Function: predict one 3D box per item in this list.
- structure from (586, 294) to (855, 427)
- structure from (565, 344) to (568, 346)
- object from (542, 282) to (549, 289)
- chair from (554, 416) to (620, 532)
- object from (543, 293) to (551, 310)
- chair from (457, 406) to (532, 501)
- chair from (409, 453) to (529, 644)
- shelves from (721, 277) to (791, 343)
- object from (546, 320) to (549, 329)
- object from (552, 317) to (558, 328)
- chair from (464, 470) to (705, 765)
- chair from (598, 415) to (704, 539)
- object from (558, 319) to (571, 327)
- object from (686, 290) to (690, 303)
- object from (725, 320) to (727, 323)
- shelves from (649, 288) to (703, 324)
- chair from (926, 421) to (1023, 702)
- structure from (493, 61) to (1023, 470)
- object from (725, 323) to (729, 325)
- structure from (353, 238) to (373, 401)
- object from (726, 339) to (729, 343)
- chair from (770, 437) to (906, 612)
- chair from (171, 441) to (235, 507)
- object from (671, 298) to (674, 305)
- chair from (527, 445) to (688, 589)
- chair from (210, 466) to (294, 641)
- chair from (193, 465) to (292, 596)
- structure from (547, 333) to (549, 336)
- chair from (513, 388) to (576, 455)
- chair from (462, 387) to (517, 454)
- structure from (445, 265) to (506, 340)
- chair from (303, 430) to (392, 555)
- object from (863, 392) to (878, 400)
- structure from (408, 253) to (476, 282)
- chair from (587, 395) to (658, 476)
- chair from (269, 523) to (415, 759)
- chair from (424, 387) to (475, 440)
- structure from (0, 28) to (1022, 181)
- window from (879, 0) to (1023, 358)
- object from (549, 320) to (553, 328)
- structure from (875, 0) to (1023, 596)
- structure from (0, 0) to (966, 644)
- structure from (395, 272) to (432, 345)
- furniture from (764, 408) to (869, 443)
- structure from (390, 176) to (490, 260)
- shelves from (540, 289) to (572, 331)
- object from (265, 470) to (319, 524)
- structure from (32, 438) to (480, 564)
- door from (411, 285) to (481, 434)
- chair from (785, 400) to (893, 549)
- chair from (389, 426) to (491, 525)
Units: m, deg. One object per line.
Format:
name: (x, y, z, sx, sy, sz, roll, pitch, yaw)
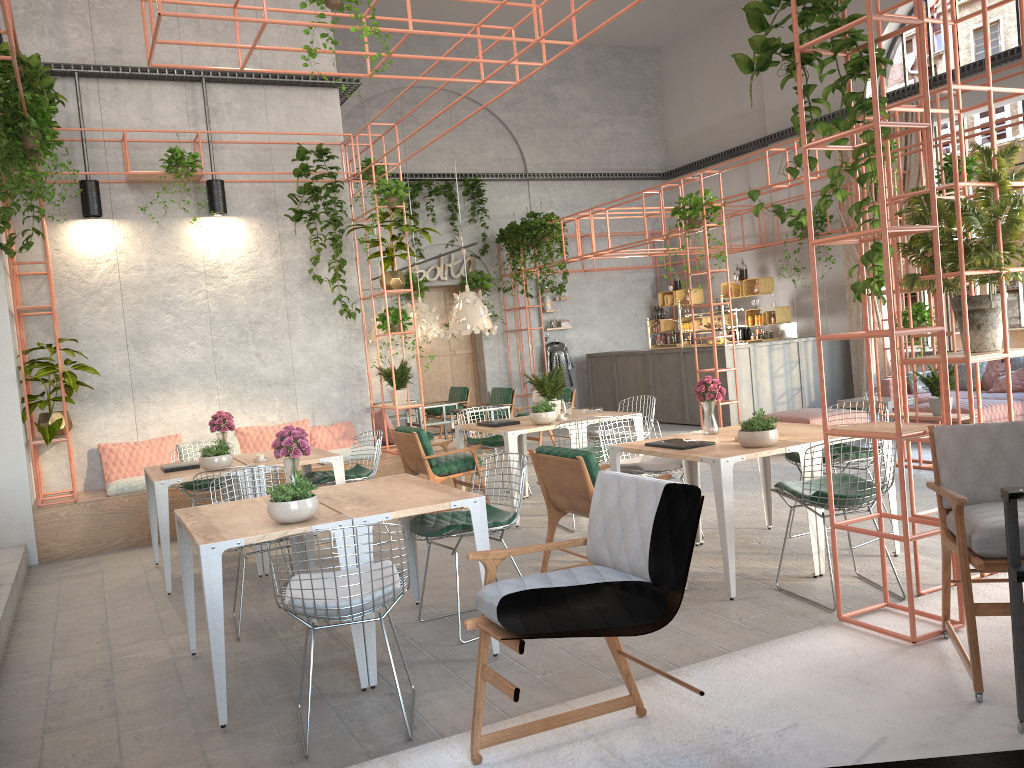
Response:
structure: (3.472, -0.475, 15.658, 2.579, 2.022, 4.057, -7, 3, -26)
structure: (1.048, -0.752, 17.250, 0.066, 0.044, 0.019, -7, 3, -26)
object: (0.640, -1.883, 16.960, 0.133, 0.145, 0.133, -4, 3, 26)
chair: (0.620, 0.723, 7.557, 0.565, 0.941, 0.717, -6, 3, -9)
object: (0.671, -1.581, 16.984, 0.136, 0.336, 0.145, -6, 3, -12)
chair: (-0.197, 0.718, 9.224, 0.565, 0.941, 0.717, -7, 3, -24)
chair: (-0.230, 0.917, 5.143, 0.717, 0.941, 0.565, -7, 3, -29)
shelves: (4.159, -0.900, 15.550, 0.328, 1.838, 1.750, -7, 3, -26)
object: (0.684, -1.145, 17.010, 0.055, 0.164, 0.092, -6, 3, -7)
object: (0.822, -1.181, 17.063, 0.081, 0.204, 0.081, -7, 3, -25)
chair: (0.280, 0.794, 2.811, 0.685, 0.929, 0.722, -7, 3, -26)
chair: (1.033, 0.725, 6.727, 0.565, 0.941, 0.717, -7, 3, -24)
object: (1.017, -1.170, 17.157, 0.219, 0.149, 0.129, -7, 3, -26)
object: (3.384, -1.668, 16.949, 0.137, 0.261, 0.137, -5, 3, 10)
object: (3.262, -0.957, 13.775, 0.142, 0.087, 0.094, -6, 3, -18)
shelves: (3.321, -0.906, 17.278, 0.328, 1.838, 1.750, -7, 3, -26)
chair: (2.016, 0.616, 3.331, 0.722, 0.914, 0.685, -5, 3, 14)
structure: (4.569, -1.160, 10.959, 4.157, 4.247, 14.689, -7, 3, -26)
object: (3.329, -0.937, 13.830, 0.152, 0.058, 0.095, -7, 3, -35)
structure: (-2.829, -0.657, 15.135, 0.630, 3.597, 0.430, -7, 3, -26)
object: (3.310, -0.681, 13.876, 0.240, 0.104, 0.073, -8, 4, -44)
chair: (1.850, 0.730, 5.060, 0.565, 0.941, 0.717, -6, 3, -9)
chair: (-2.725, 1.009, 8.000, 0.565, 0.941, 0.717, -7, 3, -24)
object: (3.168, -1.604, 17.266, 0.123, 0.142, 0.141, -7, 3, -26)
chair: (0.576, 0.827, 5.566, 0.685, 0.917, 0.722, -7, 3, -26)
chair: (-1.532, 1.018, 5.539, 0.565, 0.941, 0.717, -7, 3, -24)
chair: (-1.908, 1.014, 6.333, 0.565, 0.941, 0.717, -6, 3, -9)
structure: (0.700, -0.956, 17.075, 0.066, 0.044, 0.019, -7, 3, -26)
chair: (0.446, 0.541, 11.882, 0.685, 0.929, 0.722, -7, 3, -26)
chair: (-0.326, 0.536, 13.475, 0.685, 0.930, 0.722, -7, 3, -26)
structure: (-0.719, -1.567, 16.523, 0.950, 1.527, 0.921, -7, 3, -27)
chair: (-1.423, 0.908, 7.604, 0.717, 0.941, 0.565, -7, 3, -29)
object: (4.547, 0.181, 11.312, 0.199, 0.145, 0.156, -6, 3, -11)
structure: (-1.280, -2.132, 16.142, 1.312, 0.505, 0.063, -7, 3, -26)
chair: (1.104, 0.617, 8.828, 0.717, 0.941, 0.565, -7, 3, -29)
chair: (-0.714, 1.023, 3.872, 0.565, 0.941, 0.717, -6, 3, -9)
chair: (-1.082, 0.531, 15.035, 0.685, 0.930, 0.722, -7, 3, -26)
structure: (-0.278, -3.465, 8.288, 15.603, 0.110, 15.203, -7, 3, -26)
window: (6.734, -3.158, 11.971, 0.089, 5.538, 4.127, -7, 3, -26)
object: (0.752, -1.145, 17.019, 0.063, 0.151, 0.063, -8, 4, -40)
structure: (2.447, -0.647, 4.780, 0.624, 3.602, 0.424, -7, 3, -26)
structure: (-2.934, -0.940, 9.093, 4.501, 4.345, 14.096, -7, 3, -27)
structure: (-1.884, -1.450, 15.911, 0.921, 1.527, 0.950, -5, 3, 8)
furniture: (3.613, 0.544, 10.755, 0.941, 0.446, 0.976, -7, 3, -26)
structure: (-1.305, -2.966, 16.009, 1.939, 1.514, 0.856, -7, 3, -32)
shelves: (0.858, -1.440, 17.061, 0.560, 0.790, 0.186, -7, 3, -26)
object: (-1.059, 0.540, 4.269, 0.247, 0.247, 0.252, -7, 3, -26)
structure: (-3.614, 1.144, 11.583, 4.386, 0.500, 5.831, -7, 3, -26)
door: (-1.413, -0.457, 16.883, 1.360, 2.729, 0.551, -7, 3, -26)
chair: (2.334, 0.624, 6.331, 0.717, 0.941, 0.565, -7, 3, -29)
chair: (-0.653, 0.820, 8.064, 0.685, 0.917, 0.722, -7, 3, -26)
